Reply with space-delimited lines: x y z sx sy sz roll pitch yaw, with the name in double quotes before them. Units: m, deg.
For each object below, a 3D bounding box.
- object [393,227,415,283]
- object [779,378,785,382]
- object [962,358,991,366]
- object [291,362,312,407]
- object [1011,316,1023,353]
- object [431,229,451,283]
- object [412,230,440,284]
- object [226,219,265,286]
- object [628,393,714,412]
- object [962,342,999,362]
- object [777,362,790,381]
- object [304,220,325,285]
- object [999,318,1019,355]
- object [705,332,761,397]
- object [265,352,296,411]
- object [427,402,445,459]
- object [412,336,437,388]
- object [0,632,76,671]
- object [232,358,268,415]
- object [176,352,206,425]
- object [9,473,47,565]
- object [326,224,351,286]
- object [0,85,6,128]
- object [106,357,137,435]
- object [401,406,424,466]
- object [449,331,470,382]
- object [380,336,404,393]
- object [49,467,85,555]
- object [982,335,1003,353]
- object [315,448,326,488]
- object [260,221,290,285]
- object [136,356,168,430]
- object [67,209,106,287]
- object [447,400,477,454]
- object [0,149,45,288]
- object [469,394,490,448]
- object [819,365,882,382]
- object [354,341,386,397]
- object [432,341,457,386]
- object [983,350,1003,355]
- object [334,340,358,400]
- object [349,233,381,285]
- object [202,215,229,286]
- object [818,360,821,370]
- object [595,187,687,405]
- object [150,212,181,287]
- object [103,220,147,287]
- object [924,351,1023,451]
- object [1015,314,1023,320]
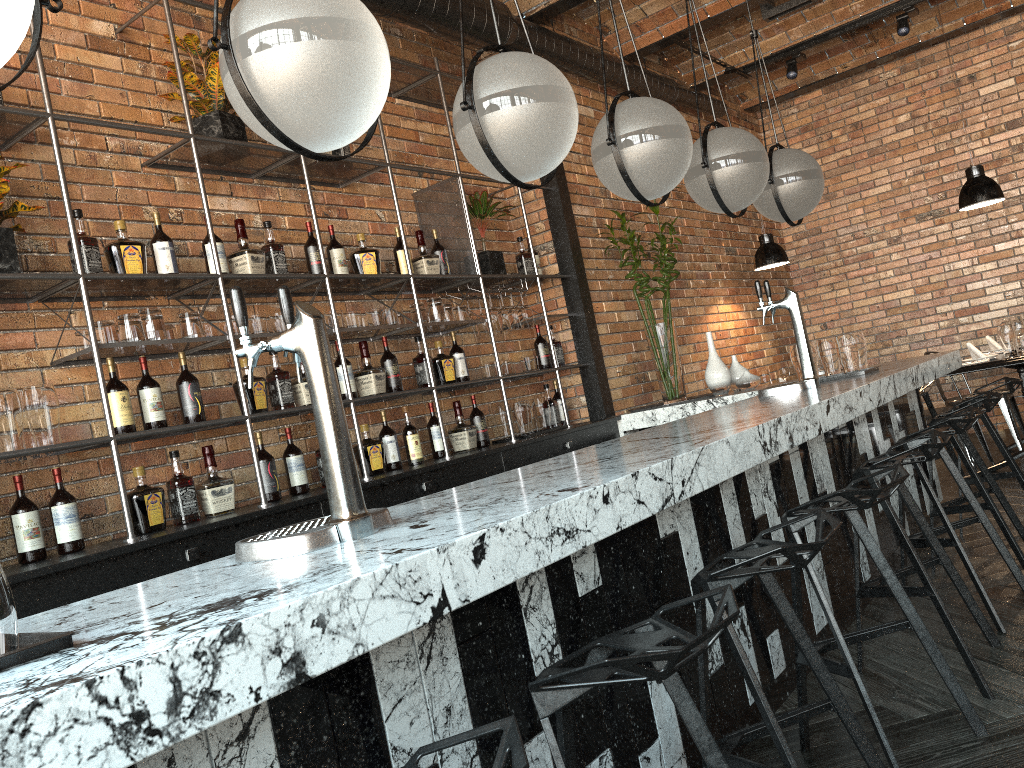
"object" -0.576 -0.676 4.650 0.086 0.299 0.086 -11 -1 -5
"object" 2.170 0.007 6.979 0.232 0.139 0.232 -12 -2 30
"object" 3.056 -0.148 5.855 0.255 0.019 0.157 -13 -2 37
"object" -0.923 -0.030 3.959 0.123 0.279 0.123 -10 -2 -40
"object" 3.414 -0.334 5.969 0.092 0.244 0.092 -12 -1 8
"object" -0.400 -0.707 4.889 0.086 0.297 0.086 -11 -1 -5
"object" -0.473 -0.685 4.757 0.123 0.279 0.123 -10 -2 -45
"object" -1.149 -0.570 3.819 0.123 0.279 0.123 -12 -2 25
"object" 1.049 0.116 5.682 0.622 0.014 0.622 -12 -1 9
"object" 3.175 -0.223 6.037 0.232 0.139 0.232 -12 -2 30
"object" 2.227 -0.058 7.237 0.092 0.244 0.092 -13 -2 42
"object" -0.928 -0.618 4.158 0.086 0.299 0.086 -11 -1 -5
"object" 3.236 -0.303 5.777 0.092 0.244 0.092 -12 -1 8
"object" 1.316 -0.138 5.450 0.316 0.397 0.319 -11 -1 -5
"object" -1.015 -0.017 3.855 0.083 0.282 0.083 -13 -2 36
"object" -0.396 0.239 4.618 0.086 0.298 0.086 -11 -1 -5
"object" -0.465 -0.110 4.618 0.083 0.282 0.083 -12 -2 21
"object" -0.796 0.373 1.139 0.437 0.019 0.273 -13 -2 36
"object" -1.101 0.016 3.730 0.094 0.248 0.151 -12 -2 25
"object" -1.277 0.020 3.500 0.086 0.297 0.086 -11 -1 -5
"object" -1.623 0.447 2.957 0.086 0.298 0.086 -11 -1 -5
"object" -0.854 -0.629 4.307 0.086 0.298 0.086 -11 -1 -5
"object" -1.827 -1.039 3.078 0.083 0.282 0.083 -10 -2 -39
"object" -1.452 0.050 3.261 0.086 0.299 0.086 -11 -1 -5
"object" -0.509 0.259 4.448 0.080 0.299 0.080 -13 -2 39
"object" -0.298 -0.144 4.874 0.086 0.298 0.086 -11 -1 -5
"object" -0.610 -0.094 4.424 0.086 0.299 0.086 -11 -1 -5
"object" -1.535 0.431 3.039 0.086 0.298 0.086 -11 -1 -5
"object" 3.685 -0.309 6.744 0.232 0.139 0.232 -12 -2 30
"object" -0.834 0.321 3.996 0.083 0.282 0.083 -12 -2 21
"object" -1.067 -0.586 3.957 0.083 0.282 0.083 -13 -2 36
"object" -1.388 0.039 3.394 0.086 0.298 0.086 -11 -1 -5
"object" -1.573 -0.501 3.256 0.083 0.282 0.083 -12 -2 21
"object" -0.272 0.228 4.751 0.123 0.279 0.123 -12 -2 25
"object" -1.798 -0.586 2.934 0.430 0.526 0.425 -10 -2 -42
"object" -0.189 0.203 4.898 0.086 0.299 0.086 -11 -1 -5
"object" 1.612 -0.033 4.474 0.437 0.019 0.273 -13 -2 36
"object" -0.694 -0.069 4.277 0.123 0.279 0.123 -12 -2 25
"object" -0.372 -0.107 4.741 0.151 0.248 0.094 -10 -2 -45
"object" 3.567 -0.234 6.562 0.255 0.019 0.157 -13 -2 37
"object" -0.794 -0.062 4.176 0.086 0.298 0.086 -11 -1 -5
"object" -0.731 -0.625 4.417 0.151 0.248 0.094 -11 -2 -25
"object" -1.250 -0.563 3.718 0.086 0.298 0.086 -11 -1 -5
"object" 2.414 -0.101 7.056 0.092 0.244 0.092 -13 -2 42
"object" 0.924 -0.642 5.696 0.584 1.546 0.673 -11 -2 -15
"object" -1.391 -0.538 3.532 0.086 0.298 0.086 -11 -1 -5
"object" -1.475 -0.499 3.385 0.094 0.248 0.151 -13 -2 40
"object" 3.564 0.118 6.816 0.558 0.857 0.504 -13 -2 36
"object" 3.747 -0.389 6.485 0.092 0.244 0.092 -12 -1 8
